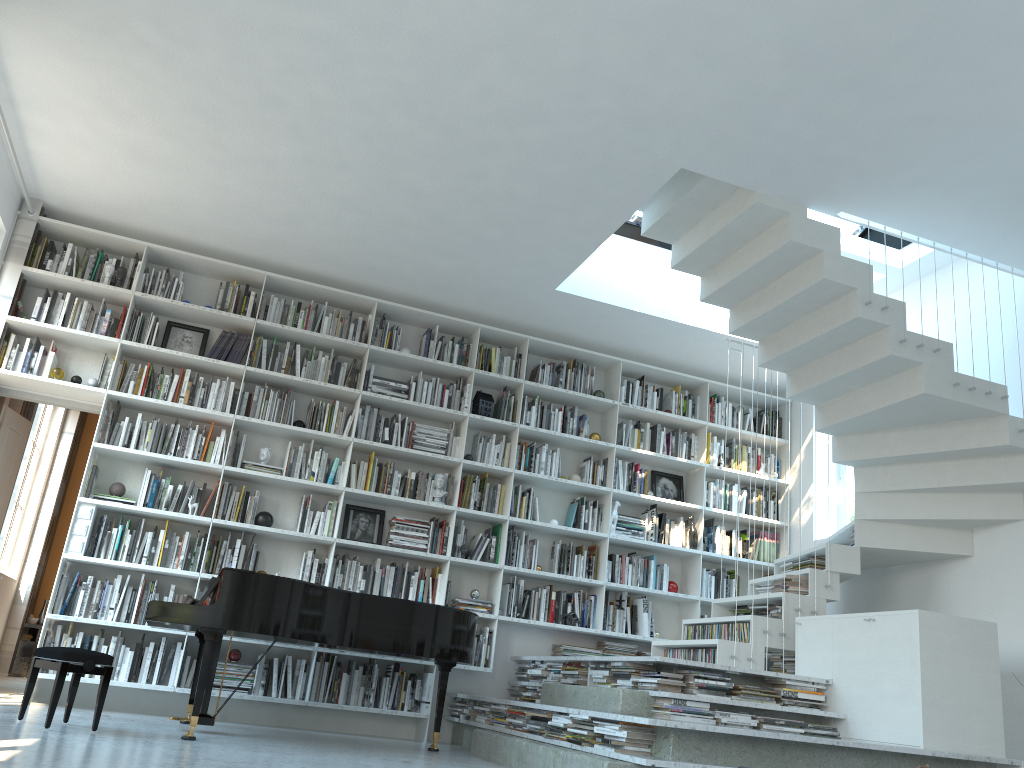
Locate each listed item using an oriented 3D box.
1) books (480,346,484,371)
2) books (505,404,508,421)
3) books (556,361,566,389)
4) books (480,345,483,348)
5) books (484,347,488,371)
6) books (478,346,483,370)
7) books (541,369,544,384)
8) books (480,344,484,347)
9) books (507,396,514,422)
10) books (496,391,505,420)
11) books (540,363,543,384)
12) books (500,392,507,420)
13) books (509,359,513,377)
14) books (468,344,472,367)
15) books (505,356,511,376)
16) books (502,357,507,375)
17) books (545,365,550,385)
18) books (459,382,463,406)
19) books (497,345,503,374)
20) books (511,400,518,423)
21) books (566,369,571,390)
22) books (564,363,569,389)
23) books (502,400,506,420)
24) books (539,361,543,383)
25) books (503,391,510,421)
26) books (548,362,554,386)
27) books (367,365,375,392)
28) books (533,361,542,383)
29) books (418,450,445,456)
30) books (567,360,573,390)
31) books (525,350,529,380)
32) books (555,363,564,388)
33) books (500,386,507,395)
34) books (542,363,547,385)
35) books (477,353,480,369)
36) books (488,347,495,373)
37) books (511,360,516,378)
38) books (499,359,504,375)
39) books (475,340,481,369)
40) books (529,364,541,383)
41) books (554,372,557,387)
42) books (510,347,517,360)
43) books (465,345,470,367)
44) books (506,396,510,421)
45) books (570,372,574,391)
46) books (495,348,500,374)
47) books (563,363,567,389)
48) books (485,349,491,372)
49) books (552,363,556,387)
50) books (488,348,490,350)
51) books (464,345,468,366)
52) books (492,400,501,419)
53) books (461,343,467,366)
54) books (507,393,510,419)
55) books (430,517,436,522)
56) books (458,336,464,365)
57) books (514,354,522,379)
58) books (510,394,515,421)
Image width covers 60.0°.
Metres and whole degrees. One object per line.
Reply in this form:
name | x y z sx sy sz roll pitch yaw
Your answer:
books | -0.252 -0.164 7.189 0.034 0.260 0.158 13 -20 -17
books | -0.072 0.256 7.143 0.013 0.210 0.140 13 -20 -17
books | 0.394 -0.030 7.407 0.024 0.291 0.168 13 -20 -17
books | -0.277 -0.170 7.179 0.006 0.259 0.166 13 -20 -17
books | -0.235 -0.158 7.203 0.008 0.261 0.142 13 -20 -17
books | -0.279 -0.166 7.161 0.007 0.238 0.192 13 -20 -17
books | 0.222 -0.017 7.335 0.009 0.182 0.160 13 -20 -17
books | -0.273 -0.174 7.195 0.007 0.278 0.150 13 -20 -17
books | -0.032 0.238 7.136 0.013 0.247 0.186 13 -20 -17
books | -0.109 0.208 7.113 0.021 0.271 0.191 13 -20 -17
books | 0.213 -0.050 7.352 0.012 0.254 0.134 13 -20 -17
books | -0.098 0.216 7.130 0.022 0.271 0.182 13 -20 -17
books | -0.044 -0.085 7.258 0.025 0.203 0.162 13 -20 -17
books | -0.364 -0.183 7.167 0.022 0.256 0.137 13 -20 -17
books | -0.063 -0.102 7.233 0.031 0.212 0.170 13 -20 -17
books | -0.090 -0.101 7.227 0.024 0.201 0.180 13 -20 -17
books | 0.263 -0.028 7.355 0.028 0.225 0.164 13 -20 -17
books | -0.434 0.138 7.056 0.010 0.298 0.134 13 -20 -17
books | -0.123 -0.154 7.232 0.010 0.296 0.168 13 -20 -17
books | -0.005 0.261 7.140 0.008 0.213 0.224 13 -20 -17
books | 0.442 0.006 7.401 0.018 0.230 0.160 13 -20 -17
books | 0.426 -0.017 7.423 0.007 0.284 0.160 13 -20 -17
books | -0.094 0.248 7.139 0.024 0.216 0.169 13 -20 -17
books | 0.205 -0.050 7.339 0.011 0.243 0.173 13 -20 -17
books | -0.073 0.211 7.134 0.021 0.287 0.179 13 -20 -17
books | 0.292 -0.036 7.367 0.030 0.254 0.161 13 -20 -17
books | -1.102 -0.002 6.803 0.021 0.248 0.192 13 -20 -17
books | 0.199 -0.055 7.328 0.009 0.243 0.173 13 -20 -17
books | -0.661 0.549 6.832 0.254 0.012 0.161 12 -20 -14
books | 0.455 -0.028 7.422 0.006 0.311 0.179 13 -20 -17
books | 0.085 -0.113 7.290 0.019 0.303 0.176 13 -20 -17
books | 0.375 -0.026 7.373 0.028 0.257 0.185 13 -20 -17
books | -0.092 0.190 7.157 0.025 0.338 0.143 13 -20 -17
books | 0.239 -0.040 7.334 0.013 0.228 0.174 13 -20 -17
books | -0.300 -0.139 7.173 0.015 0.192 0.160 13 -20 -17
books | -0.181 -0.147 7.204 0.054 0.253 0.191 13 -20 -17
books | -0.020 -0.078 7.257 0.022 0.193 0.182 13 -20 -17
books | -0.113 -0.096 7.215 0.022 0.179 0.173 13 -20 -17
books | -0.303 -0.193 7.180 0.007 0.297 0.181 13 -20 -17
books | 0.173 -0.044 7.308 0.046 0.205 0.183 13 -20 -17
books | 0.330 0.011 7.390 0.031 0.190 0.133 13 -20 -17
books | -0.002 -0.133 7.299 0.012 0.328 0.129 13 -20 -17
books | -0.380 -0.180 7.153 0.014 0.238 0.153 13 -20 -17
books | -0.058 0.234 7.143 0.005 0.254 0.159 13 -20 -17
books | 0.466 0.022 7.393 0.018 0.200 0.189 13 -20 -17
books | -0.148 -0.142 7.238 0.030 0.273 0.152 13 -20 -17
books | 0.409 -0.024 7.424 0.017 0.294 0.139 13 -20 -17
books | -0.220 -0.147 7.186 0.015 0.233 0.171 13 -20 -17
books | 0.315 -0.030 7.377 0.021 0.255 0.169 13 -20 -17
books | -0.220 -0.149 7.226 0.007 0.263 0.133 13 -20 -17
books | -0.395 -0.183 7.158 0.014 0.243 0.145 13 -20 -17
books | -0.130 0.243 7.131 0.019 0.213 0.156 13 -20 -17
books | -0.411 -0.190 7.142 0.028 0.243 0.161 13 -20 -17
books | -0.057 0.228 7.177 0.013 0.287 0.132 13 -20 -17
books | -0.617 1.160 6.691 0.011 0.298 0.130 13 -20 -17
books | -0.429 -0.222 7.154 0.012 0.307 0.138 13 -20 -17
books | 0.024 -0.102 7.263 0.029 0.252 0.186 13 -20 -17
books | -0.019 0.232 7.181 0.005 0.291 0.131 13 -20 -17
